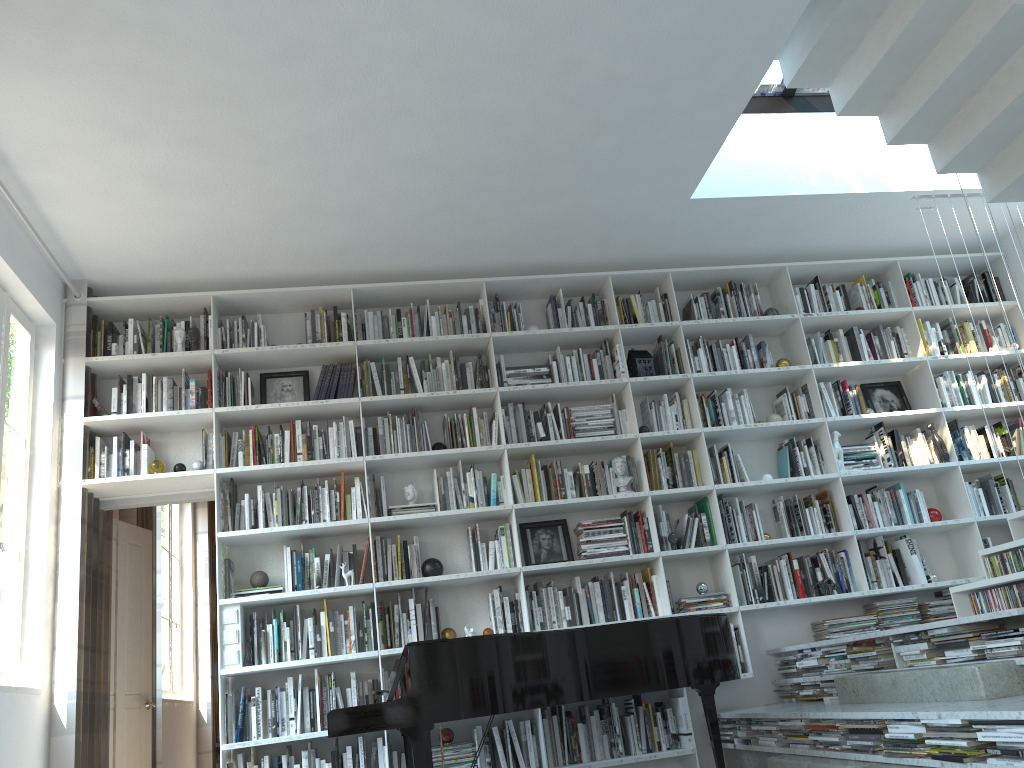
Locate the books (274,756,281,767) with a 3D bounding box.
[{"bbox_3d":[-1.253,2.129,4.746,0.022,0.251,0.140,-4,-19,-10],"label":"books"}]

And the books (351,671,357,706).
[{"bbox_3d":[-0.875,1.754,4.939,0.025,0.286,0.131,-4,-19,-10],"label":"books"}]

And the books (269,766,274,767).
[{"bbox_3d":[-1.271,2.151,4.731,0.022,0.205,0.159,-4,-19,-10],"label":"books"}]

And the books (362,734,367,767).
[{"bbox_3d":[-0.795,2.064,4.816,0.012,0.302,0.166,-4,-19,-10],"label":"books"}]

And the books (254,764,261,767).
[{"bbox_3d":[-1.349,2.143,4.711,0.022,0.225,0.155,-4,-19,-10],"label":"books"}]

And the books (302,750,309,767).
[{"bbox_3d":[-1.099,2.105,4.758,0.031,0.265,0.187,-4,-19,-10],"label":"books"}]

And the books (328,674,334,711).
[{"bbox_3d":[-0.997,1.759,4.911,0.022,0.289,0.138,-4,-19,-10],"label":"books"}]

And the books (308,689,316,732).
[{"bbox_3d":[-1.097,1.799,4.886,0.028,0.224,0.135,-4,-19,-10],"label":"books"}]

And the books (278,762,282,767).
[{"bbox_3d":[-1.228,2.138,4.735,0.022,0.220,0.164,-4,-19,-10],"label":"books"}]

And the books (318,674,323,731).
[{"bbox_3d":[-1.054,1.758,4.894,0.012,0.294,0.177,-4,-19,-10],"label":"books"}]

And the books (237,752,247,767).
[{"bbox_3d":[-1.420,2.117,4.712,0.044,0.292,0.182,-4,-19,-10],"label":"books"}]

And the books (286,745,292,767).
[{"bbox_3d":[-1.188,2.095,4.747,0.013,0.299,0.184,-4,-19,-10],"label":"books"}]

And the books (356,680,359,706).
[{"bbox_3d":[-0.851,1.766,4.910,0.011,0.239,0.175,-4,-19,-10],"label":"books"}]

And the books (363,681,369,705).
[{"bbox_3d":[-0.803,1.766,4.910,0.023,0.227,0.191,-4,-19,-10],"label":"books"}]

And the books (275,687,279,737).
[{"bbox_3d":[-1.272,1.790,4.841,0.013,0.256,0.190,-4,-19,-10],"label":"books"}]

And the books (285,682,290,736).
[{"bbox_3d":[-1.227,1.788,4.879,0.013,0.272,0.146,-4,-19,-10],"label":"books"}]

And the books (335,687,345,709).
[{"bbox_3d":[-0.939,1.789,4.906,0.059,0.215,0.178,-4,-19,-10],"label":"books"}]

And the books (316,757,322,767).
[{"bbox_3d":[-1.032,2.122,4.761,0.021,0.217,0.191,-4,-19,-10],"label":"books"}]

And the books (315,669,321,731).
[{"bbox_3d":[-1.067,1.742,4.889,0.014,0.324,0.171,-4,-19,-10],"label":"books"}]

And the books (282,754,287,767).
[{"bbox_3d":[-1.207,2.122,4.751,0.027,0.255,0.161,-4,-19,-10],"label":"books"}]

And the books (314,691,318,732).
[{"bbox_3d":[-1.076,1.805,4.887,0.013,0.208,0.155,-4,-19,-10],"label":"books"}]

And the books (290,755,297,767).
[{"bbox_3d":[-1.170,2.126,4.761,0.022,0.245,0.135,-4,-19,-10],"label":"books"}]

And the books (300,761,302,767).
[{"bbox_3d":[-1.121,2.141,4.769,0.014,0.210,0.146,-4,-19,-10],"label":"books"}]

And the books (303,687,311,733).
[{"bbox_3d":[-1.127,1.796,4.887,0.031,0.238,0.132,-4,-19,-10],"label":"books"}]

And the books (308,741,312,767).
[{"bbox_3d":[-1.082,2.092,4.785,0.014,0.303,0.140,-4,-19,-10],"label":"books"}]

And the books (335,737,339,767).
[{"bbox_3d":[-0.943,2.080,4.815,0.013,0.309,0.131,-4,-19,-10],"label":"books"}]

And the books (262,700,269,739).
[{"bbox_3d":[-1.340,1.831,4.846,0.025,0.199,0.137,-4,-19,-10],"label":"books"}]

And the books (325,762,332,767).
[{"bbox_3d":[-0.975,2.130,4.759,0.031,0.187,0.190,-4,-19,-10],"label":"books"}]

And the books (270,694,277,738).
[{"bbox_3d":[-1.290,1.806,4.830,0.028,0.222,0.189,-4,-19,-10],"label":"books"}]

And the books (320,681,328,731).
[{"bbox_3d":[-1.034,1.782,4.908,0.029,0.253,0.153,-4,-19,-10],"label":"books"}]

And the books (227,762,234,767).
[{"bbox_3d":[-1.491,2.145,4.703,0.012,0.253,0.161,-4,-19,-10],"label":"books"}]

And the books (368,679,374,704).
[{"bbox_3d":[-0.784,1.773,4.949,0.026,0.235,0.141,-4,-19,-10],"label":"books"}]

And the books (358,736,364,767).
[{"bbox_3d":[-0.811,2.070,4.815,0.021,0.294,0.188,-4,-19,-10],"label":"books"}]

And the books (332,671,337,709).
[{"bbox_3d":[-0.980,1.751,4.911,0.013,0.300,0.173,-4,-19,-10],"label":"books"}]

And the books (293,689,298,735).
[{"bbox_3d":[-1.186,1.803,4.875,0.012,0.232,0.149,-4,-19,-10],"label":"books"}]

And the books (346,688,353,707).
[{"bbox_3d":[-0.898,1.799,4.929,0.030,0.202,0.142,-4,-19,-10],"label":"books"}]

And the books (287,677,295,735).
[{"bbox_3d":[-1.208,1.772,4.880,0.027,0.298,0.143,-4,-19,-10],"label":"books"}]

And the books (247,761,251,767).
[{"bbox_3d":[-1.384,2.139,4.717,0.024,0.245,0.143,-4,-19,-10],"label":"books"}]

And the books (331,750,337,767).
[{"bbox_3d":[-0.952,2.102,4.773,0.023,0.243,0.189,-4,-19,-10],"label":"books"}]

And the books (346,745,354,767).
[{"bbox_3d":[-0.873,2.095,4.803,0.027,0.255,0.179,-4,-19,-10],"label":"books"}]

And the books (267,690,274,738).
[{"bbox_3d":[-1.320,1.808,4.861,0.022,0.247,0.134,-4,-19,-10],"label":"books"}]

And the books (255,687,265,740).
[{"bbox_3d":[-1.368,1.794,4.832,0.029,0.265,0.172,-4,-19,-10],"label":"books"}]

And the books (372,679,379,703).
[{"bbox_3d":[-0.755,1.770,4.944,0.030,0.230,0.151,-4,-19,-10],"label":"books"}]

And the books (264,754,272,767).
[{"bbox_3d":[-1.294,2.119,4.722,0.023,0.265,0.178,-4,-19,-10],"label":"books"}]

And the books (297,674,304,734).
[{"bbox_3d":[-1.163,1.759,4.872,0.039,0.306,0.173,-4,-19,-10],"label":"books"}]

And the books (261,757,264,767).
[{"bbox_3d":[-1.311,2.120,4.713,0.013,0.260,0.174,-4,-19,-10],"label":"books"}]

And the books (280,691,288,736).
[{"bbox_3d":[-1.242,1.803,4.850,0.028,0.228,0.158,-4,-19,-10],"label":"books"}]

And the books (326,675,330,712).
[{"bbox_3d":[-1.016,1.768,4.919,0.013,0.283,0.139,-4,-19,-10],"label":"books"}]

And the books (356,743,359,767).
[{"bbox_3d":[-0.844,2.097,4.832,0.040,0.263,0.138,-4,-19,-10],"label":"books"}]

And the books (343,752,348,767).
[{"bbox_3d":[-0.895,2.113,4.796,0.022,0.224,0.141,-4,-19,-10],"label":"books"}]

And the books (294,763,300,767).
[{"bbox_3d":[-1.138,2.136,4.736,0.030,0.201,0.169,-4,-19,-10],"label":"books"}]

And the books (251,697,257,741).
[{"bbox_3d":[-1.389,1.815,4.814,0.022,0.220,0.188,-4,-19,-10],"label":"books"}]

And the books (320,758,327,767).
[{"bbox_3d":[-1.007,2.126,4.763,0.028,0.205,0.171,-4,-19,-10],"label":"books"}]

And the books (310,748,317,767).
[{"bbox_3d":[-1.058,2.102,4.765,0.025,0.265,0.160,-4,-19,-10],"label":"books"}]

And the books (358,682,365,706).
[{"bbox_3d":[-0.835,1.783,4.944,0.030,0.226,0.141,-4,-19,-10],"label":"books"}]

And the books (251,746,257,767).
[{"bbox_3d":[-1.371,2.103,4.729,0.011,0.317,0.158,-4,-19,-10],"label":"books"}]

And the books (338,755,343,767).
[{"bbox_3d":[-0.919,2.124,4.802,0.024,0.213,0.137,-4,-19,-10],"label":"books"}]

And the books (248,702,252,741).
[{"bbox_3d":[-1.414,1.835,4.827,0.024,0.197,0.149,-4,-19,-10],"label":"books"}]

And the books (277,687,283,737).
[{"bbox_3d":[-1.260,1.789,4.838,0.010,0.251,0.178,-4,-19,-10],"label":"books"}]
